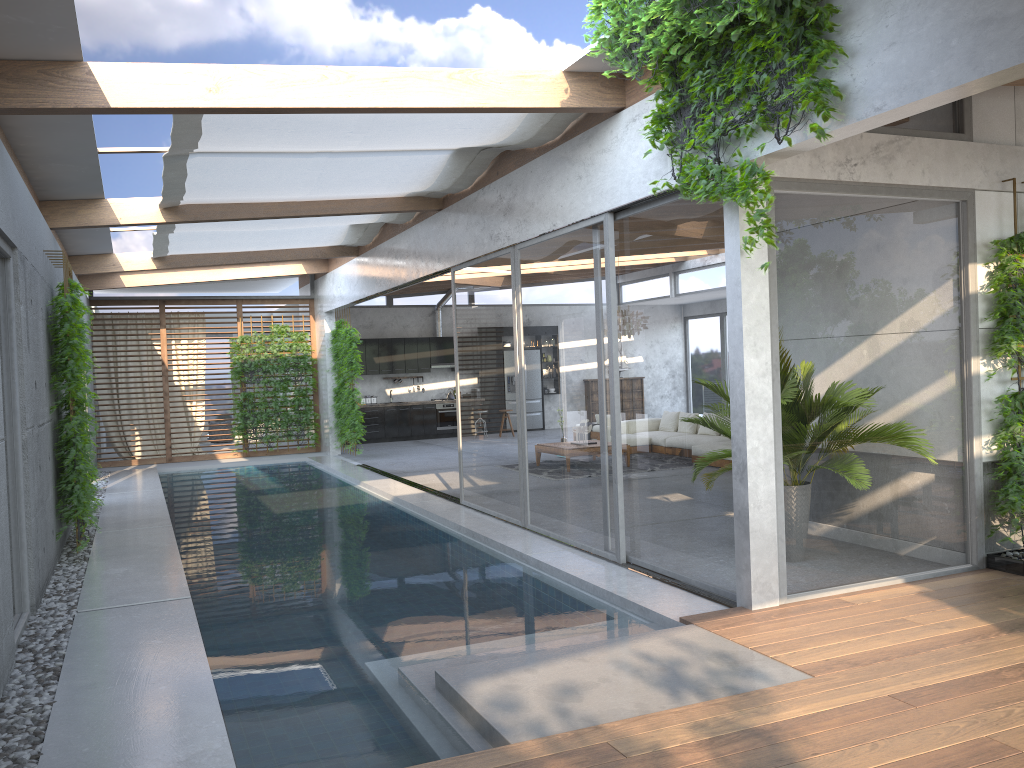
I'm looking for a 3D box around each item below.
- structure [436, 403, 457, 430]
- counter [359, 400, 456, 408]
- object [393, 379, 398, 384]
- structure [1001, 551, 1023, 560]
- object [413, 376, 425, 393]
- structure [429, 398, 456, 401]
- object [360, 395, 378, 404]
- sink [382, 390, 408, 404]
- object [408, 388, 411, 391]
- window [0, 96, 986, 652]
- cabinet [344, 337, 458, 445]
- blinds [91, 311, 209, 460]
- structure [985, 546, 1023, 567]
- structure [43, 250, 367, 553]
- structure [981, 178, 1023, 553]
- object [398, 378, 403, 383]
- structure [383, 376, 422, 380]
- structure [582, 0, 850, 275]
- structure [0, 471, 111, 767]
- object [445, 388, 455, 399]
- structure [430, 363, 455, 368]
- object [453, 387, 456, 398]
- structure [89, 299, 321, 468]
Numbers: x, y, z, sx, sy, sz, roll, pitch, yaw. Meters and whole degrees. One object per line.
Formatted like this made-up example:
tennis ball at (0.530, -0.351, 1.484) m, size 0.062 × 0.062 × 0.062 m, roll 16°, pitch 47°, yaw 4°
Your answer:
structure at (-1.529, 0.730, 20.304) m, size 0.587 × 0.588 × 0.584 m, roll -3°, pitch 1°, yaw -23°
counter at (-2.463, 0.445, 19.923) m, size 3.805 × 0.061 × 0.607 m, roll -3°, pitch 1°, yaw -23°
object at (-2.639, -0.073, 20.107) m, size 0.117 × 0.139 × 0.093 m, roll -3°, pitch 1°, yaw -21°
structure at (3.830, 1.177, 6.266) m, size 0.928 × 0.044 × 0.231 m, roll -3°, pitch 1°, yaw -23°
object at (-2.133, 0.019, 20.293) m, size 0.282 × 0.380 × 0.070 m, roll -3°, pitch 1°, yaw -23°
structure at (-1.551, 0.358, 20.315) m, size 0.605 × 0.031 × 0.496 m, roll -3°, pitch 1°, yaw -23°
object at (-3.218, 0.346, 19.829) m, size 0.405 × 0.200 × 0.147 m, roll -3°, pitch 1°, yaw -22°
sink at (-2.649, 0.393, 19.845) m, size 0.526 × 0.514 × 0.514 m, roll -3°, pitch 1°, yaw -23°
object at (-2.342, 0.006, 20.239) m, size 0.071 × 0.325 × 0.066 m, roll -3°, pitch 1°, yaw -23°
window at (0.994, -0.612, 13.730) m, size 14.294 × 3.764 × 23.280 m, roll -3°, pitch 1°, yaw -23°
cabinet at (-1.529, -0.031, 20.345) m, size 5.901 × 2.502 × 0.709 m, roll -3°, pitch 1°, yaw -25°
blinds at (-6.866, 0.044, 17.009) m, size 2.087 × 2.898 × 0.692 m, roll -3°, pitch 1°, yaw -19°
structure at (3.774, 0.988, 7.632) m, size 2.012 × 0.595 × 2.203 m, roll -3°, pitch 1°, yaw -23°
structure at (-3.663, 0.052, 12.744) m, size 2.739 × 2.687 × 10.282 m, roll -2°, pitch 1°, yaw -6°
structure at (4.098, -0.127, 6.433) m, size 1.851 × 2.669 × 0.500 m, roll -3°, pitch 1°, yaw -23°
object at (-2.535, -0.078, 20.142) m, size 0.117 × 0.139 × 0.093 m, roll -2°, pitch 1°, yaw -6°
structure at (-2.467, -0.143, 20.196) m, size 0.932 × 0.046 × 0.081 m, roll -3°, pitch 1°, yaw -23°
structure at (1.113, -1.615, 5.148) m, size 0.918 × 2.054 × 1.822 m, roll -3°, pitch 1°, yaw -26°
structure at (-4.509, 1.566, 9.109) m, size 0.477 × 0.068 × 13.673 m, roll -3°, pitch 1°, yaw -23°
object at (-1.412, 0.219, 20.318) m, size 0.222 × 0.235 × 0.222 m, roll -3°, pitch 1°, yaw -33°
structure at (-1.623, -0.426, 20.400) m, size 0.599 × 0.104 × 0.368 m, roll -3°, pitch 1°, yaw -23°
object at (-1.311, 0.215, 20.664) m, size 0.089 × 0.282 × 0.082 m, roll -3°, pitch 1°, yaw -28°
structure at (-5.904, -0.081, 17.036) m, size 4.313 × 3.079 × 0.085 m, roll -3°, pitch 1°, yaw -23°
